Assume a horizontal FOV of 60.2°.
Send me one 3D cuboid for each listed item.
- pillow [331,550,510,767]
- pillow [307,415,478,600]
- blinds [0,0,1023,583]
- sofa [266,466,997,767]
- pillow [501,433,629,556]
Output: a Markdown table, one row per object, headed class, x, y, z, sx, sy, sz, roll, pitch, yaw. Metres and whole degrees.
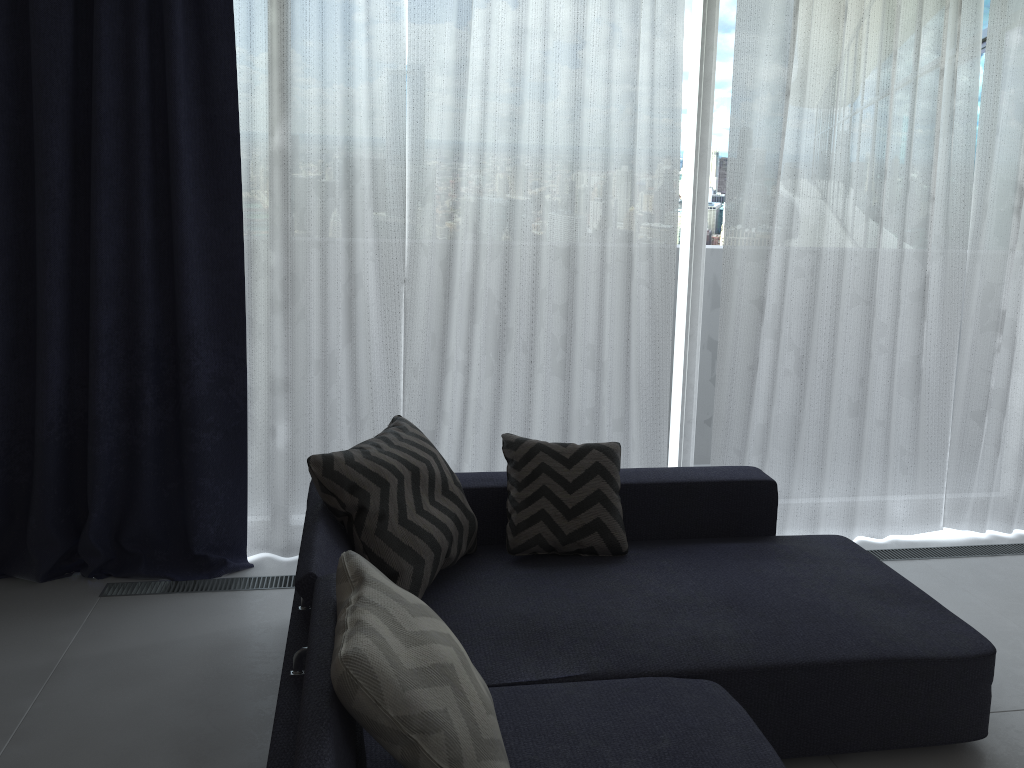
| class | x | y | z | sx | sy | sz | roll | pitch | yaw |
| --- | --- | --- | --- | --- | --- | --- | --- | --- | --- |
| pillow | -0.182 | 0.597 | 1.759 | 0.342 | 0.383 | 0.502 | 0 | 11 | -10 |
| pillow | -0.339 | 0.414 | 2.670 | 0.356 | 0.512 | 0.605 | 5 | 11 | 20 |
| blinds | 1.196 | -0.087 | 0.999 | 7.133 | 2.738 | 5.884 | 0 | 11 | -6 |
| sofa | 0.479 | 0.808 | 1.800 | 1.898 | 0.600 | 2.915 | 0 | 12 | -10 |
| pillow | 0.176 | 0.366 | 2.916 | 0.415 | 0.340 | 0.290 | 1 | 9 | -5 |
